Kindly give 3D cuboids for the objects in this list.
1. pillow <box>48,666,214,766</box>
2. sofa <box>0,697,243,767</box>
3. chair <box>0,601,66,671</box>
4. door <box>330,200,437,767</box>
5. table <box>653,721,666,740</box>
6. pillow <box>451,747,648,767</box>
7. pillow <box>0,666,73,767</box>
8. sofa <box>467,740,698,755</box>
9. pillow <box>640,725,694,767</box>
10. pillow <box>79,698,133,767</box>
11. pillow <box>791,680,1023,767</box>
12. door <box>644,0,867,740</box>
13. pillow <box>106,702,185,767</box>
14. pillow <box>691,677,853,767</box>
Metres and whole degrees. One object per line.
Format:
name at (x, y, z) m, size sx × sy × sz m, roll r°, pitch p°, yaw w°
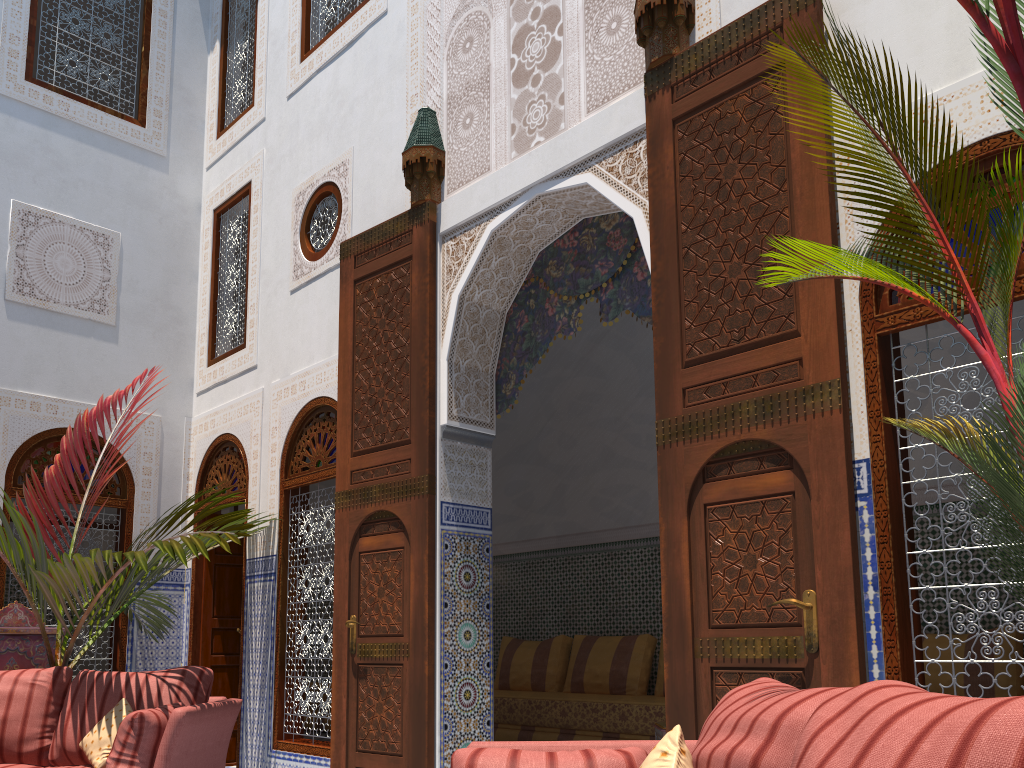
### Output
pillow at (-1.432, 1.267, 3.340) m, size 0.560 × 0.366 × 0.329 m, roll -1°, pitch -12°, yaw 1°
sofa at (-1.725, 1.426, 3.158) m, size 1.360 × 0.528 × 0.755 m, roll -1°, pitch -14°, yaw 1°
chair at (-2.281, 1.541, 4.080) m, size 0.490 × 1.055 × 0.510 m, roll 9°, pitch -14°, yaw -43°
door at (-0.521, 0.530, 3.564) m, size 0.589 × 2.457 × 0.125 m, roll -8°, pitch -11°, yaw 41°
table at (0.865, 1.554, 3.576) m, size 0.545 × 0.315 × 0.547 m, roll 13°, pitch -20°, yaw -42°
pillow at (0.073, 0.789, 1.581) m, size 0.379 × 0.247 × 0.193 m, roll -1°, pitch -12°, yaw 2°
pillow at (-1.995, 1.275, 3.342) m, size 0.581 × 0.382 × 0.299 m, roll -1°, pitch -12°, yaw 1°
sofa at (0.257, 0.778, 1.064) m, size 0.731 × 0.526 × 1.406 m, roll -1°, pitch -16°, yaw 1°
pillow at (0.217, 0.661, 1.334) m, size 0.131 × 0.271 × 0.310 m, roll -2°, pitch -13°, yaw 11°
pillow at (-1.425, 1.243, 3.119) m, size 0.148 × 0.230 × 0.271 m, roll 9°, pitch -16°, yaw -41°
pillow at (0.400, 0.480, 0.808) m, size 0.305 × 0.391 × 0.577 m, roll 0°, pitch -14°, yaw -3°
door at (0.642, 0.173, 2.412) m, size 0.125 × 2.457 × 0.591 m, roll 7°, pitch -12°, yaw -43°
pillow at (-1.229, 1.220, 2.989) m, size 0.187 × 0.236 × 0.409 m, roll -1°, pitch -15°, yaw 2°
pillow at (0.409, 0.653, 1.359) m, size 0.301 × 0.369 × 0.600 m, roll -1°, pitch -14°, yaw 1°
